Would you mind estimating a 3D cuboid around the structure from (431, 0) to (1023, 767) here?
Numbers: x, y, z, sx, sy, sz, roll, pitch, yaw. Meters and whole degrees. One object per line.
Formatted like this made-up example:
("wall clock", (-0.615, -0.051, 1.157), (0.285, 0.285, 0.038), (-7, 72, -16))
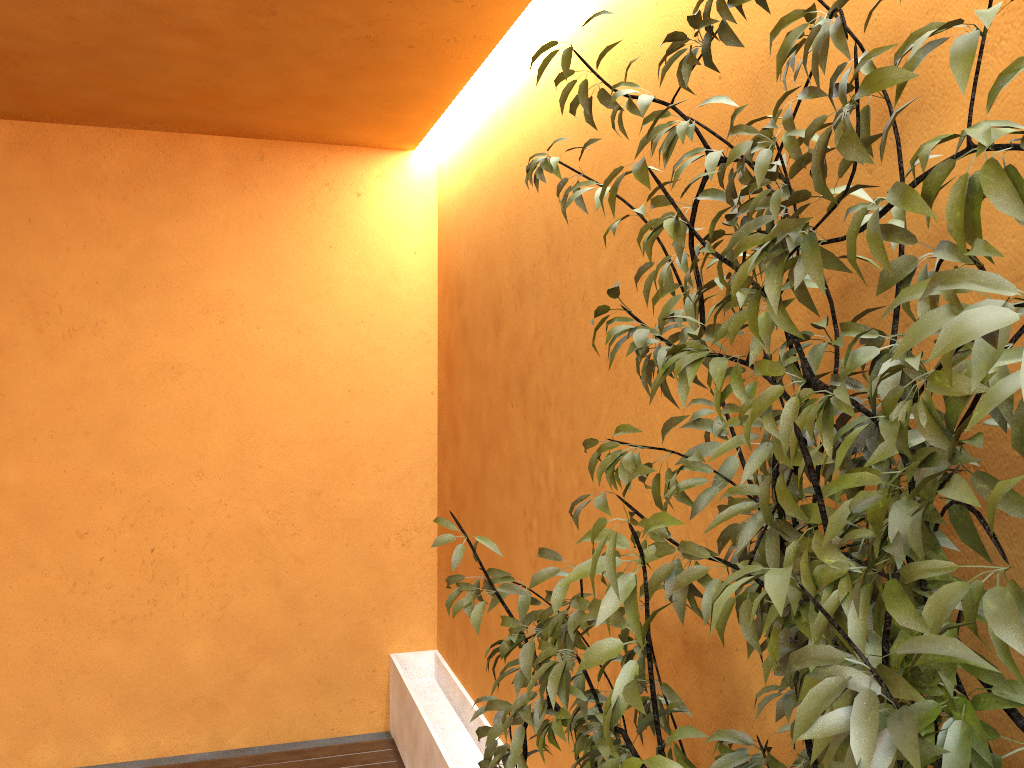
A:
("structure", (0.519, 0.336, 0.666), (0.622, 2.483, 3.166), (0, 1, -18))
